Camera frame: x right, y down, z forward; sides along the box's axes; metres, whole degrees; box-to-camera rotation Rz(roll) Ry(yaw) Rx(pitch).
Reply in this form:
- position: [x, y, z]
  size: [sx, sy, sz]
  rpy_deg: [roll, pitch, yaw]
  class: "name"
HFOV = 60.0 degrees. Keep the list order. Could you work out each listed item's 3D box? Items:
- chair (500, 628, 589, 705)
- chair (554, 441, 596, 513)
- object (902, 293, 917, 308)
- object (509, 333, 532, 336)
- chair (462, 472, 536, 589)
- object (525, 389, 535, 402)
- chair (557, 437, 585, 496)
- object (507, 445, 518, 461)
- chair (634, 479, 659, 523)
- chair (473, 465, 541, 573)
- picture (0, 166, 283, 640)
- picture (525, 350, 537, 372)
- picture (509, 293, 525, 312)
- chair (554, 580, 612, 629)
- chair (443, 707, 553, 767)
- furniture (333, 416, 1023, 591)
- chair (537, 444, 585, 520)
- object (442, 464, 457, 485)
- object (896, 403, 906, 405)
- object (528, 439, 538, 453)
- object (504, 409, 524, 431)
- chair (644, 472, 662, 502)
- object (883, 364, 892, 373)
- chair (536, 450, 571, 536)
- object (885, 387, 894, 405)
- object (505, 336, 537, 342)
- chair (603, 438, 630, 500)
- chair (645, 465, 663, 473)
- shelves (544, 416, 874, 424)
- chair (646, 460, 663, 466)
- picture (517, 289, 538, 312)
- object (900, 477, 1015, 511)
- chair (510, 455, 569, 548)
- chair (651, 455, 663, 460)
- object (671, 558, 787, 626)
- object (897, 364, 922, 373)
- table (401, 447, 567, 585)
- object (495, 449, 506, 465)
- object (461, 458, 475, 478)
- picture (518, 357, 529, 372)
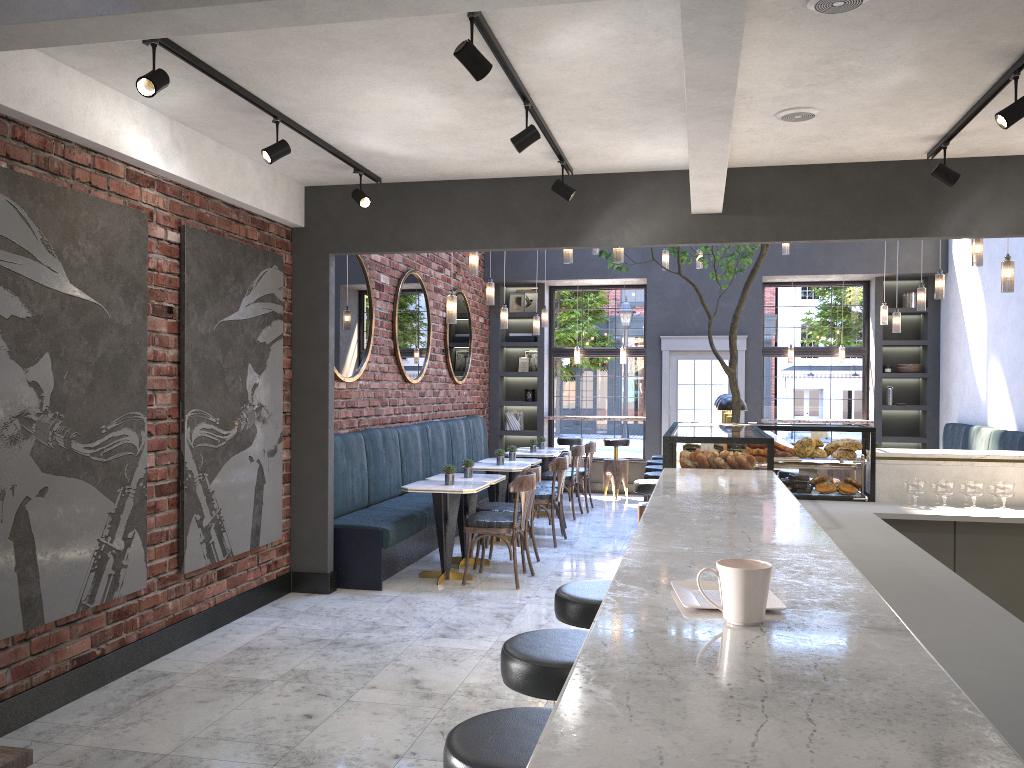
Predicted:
- position: [0.152, 1.130, 2.461]
  size: [0.370, 0.821, 0.372]
  rpy_deg: [0, 0, 21]
  class: "chair"
- position: [0.785, 1.143, 11.036]
  size: [0.521, 0.851, 0.497]
  rpy_deg: [0, 0, 11]
  class: "chair"
- position: [5.292, -1.100, 11.756]
  size: [0.214, 0.215, 0.213]
  rpy_deg: [0, 0, 21]
  class: "object"
- position: [0.130, -0.704, 12.820]
  size: [0.327, 0.039, 0.227]
  rpy_deg: [0, 0, 2]
  class: "object"
- position: [-0.078, 1.125, 6.987]
  size: [0.521, 0.851, 0.538]
  rpy_deg: [0, 0, 13]
  class: "chair"
- position: [0.260, 0.163, 12.777]
  size: [0.152, 0.181, 0.152]
  rpy_deg: [0, 0, -40]
  class: "object"
- position: [0.815, 1.165, 12.438]
  size: [0.370, 0.821, 0.372]
  rpy_deg: [0, 0, -25]
  class: "chair"
- position: [0.004, 0.728, 9.390]
  size: [0.118, 0.165, 0.122]
  rpy_deg: [0, 0, -10]
  class: "object"
- position: [1.223, 1.195, 7.571]
  size: [0.370, 0.737, 0.372]
  rpy_deg: [0, 0, -35]
  class: "chair"
- position: [-0.017, 1.127, 7.565]
  size: [0.521, 0.851, 0.538]
  rpy_deg: [0, 0, 13]
  class: "chair"
- position: [-1.949, 0.090, 4.971]
  size: [0.033, 2.027, 2.821]
  rpy_deg: [0, 0, 12]
  class: "picture"
- position: [0.304, -0.331, 12.982]
  size: [0.247, 0.326, 0.044]
  rpy_deg: [0, 0, 12]
  class: "picture"
- position: [0.073, -1.182, 12.982]
  size: [0.230, 0.313, 0.061]
  rpy_deg: [0, 0, 12]
  class: "picture"
- position: [0.331, 1.133, 3.124]
  size: [0.372, 0.821, 0.370]
  rpy_deg: [0, 0, -25]
  class: "chair"
- position: [0.044, 1.128, 1.813]
  size: [0.370, 0.821, 0.372]
  rpy_deg: [0, 0, -35]
  class: "chair"
- position: [1.883, 0.995, 8.739]
  size: [6.021, 1.151, 5.341]
  rpy_deg: [0, 0, 12]
  class: "furniture"
- position: [0.597, 1.140, 10.483]
  size: [0.521, 0.851, 0.538]
  rpy_deg: [0, 0, 13]
  class: "chair"
- position: [-0.497, 0.717, 7.040]
  size: [0.118, 0.165, 0.122]
  rpy_deg: [0, 0, -10]
  class: "object"
- position: [5.125, 0.271, 11.686]
  size: [0.130, 0.026, 0.130]
  rpy_deg: [0, 0, -5]
  class: "object"
- position: [0.253, 0.733, 10.561]
  size: [0.118, 0.165, 0.122]
  rpy_deg: [0, 0, -10]
  class: "object"
- position: [0.032, 0.516, 12.842]
  size: [0.250, 0.323, 0.241]
  rpy_deg: [0, 0, 12]
  class: "object"
- position: [1.413, 1.198, 8.250]
  size: [0.372, 0.737, 0.370]
  rpy_deg: [1, 0, 39]
  class: "chair"
- position: [4.987, -0.204, 11.787]
  size: [0.116, 0.119, 0.117]
  rpy_deg: [0, 0, -12]
  class: "object"
- position: [0.362, 1.135, 9.359]
  size: [0.521, 0.851, 0.538]
  rpy_deg: [0, 0, 6]
  class: "chair"
- position: [4.998, 0.159, 11.740]
  size: [0.098, 0.248, 0.098]
  rpy_deg: [0, 0, -39]
  class: "object"
- position: [0.132, -0.643, 12.808]
  size: [0.412, 0.084, 0.286]
  rpy_deg: [0, 0, 12]
  class: "object"
- position: [1.443, 1.168, 12.281]
  size: [0.372, 0.821, 0.370]
  rpy_deg: [0, 0, -25]
  class: "chair"
- position: [1.525, 1.201, 8.941]
  size: [0.370, 0.737, 0.372]
  rpy_deg: [0, 0, -35]
  class: "chair"
- position: [2.645, 0.496, 12.298]
  size: [4.403, 0.043, 0.384]
  rpy_deg: [0, 0, 12]
  class: "shelves"
- position: [1.640, 1.203, 9.625]
  size: [0.370, 0.737, 0.372]
  rpy_deg: [0, 0, 3]
  class: "chair"
- position: [0.242, -1.206, 12.981]
  size: [0.361, 0.369, 0.055]
  rpy_deg: [0, 0, 12]
  class: "picture"
- position: [2.563, 0.632, 5.119]
  size: [0.575, 0.147, 0.256]
  rpy_deg: [0, 0, 12]
  class: "object"
- position: [0.292, 1.133, 8.728]
  size: [0.521, 0.851, 0.538]
  rpy_deg: [0, 0, 13]
  class: "chair"
- position: [1.807, 1.207, 10.316]
  size: [0.370, 0.737, 0.372]
  rpy_deg: [0, 0, -35]
  class: "chair"
- position: [0.383, 0.342, 1.554]
  size: [0.176, 0.097, 0.301]
  rpy_deg: [0, 0, 3]
  class: "object"
- position: [5.263, -0.205, 11.752]
  size: [0.305, 0.123, 0.305]
  rpy_deg: [0, 0, 33]
  class: "object"
- position: [1.871, 1.195, 8.697]
  size: [4.599, 0.751, 4.830]
  rpy_deg: [0, 0, 12]
  class: "table"
- position: [-0.118, 0.725, 8.821]
  size: [0.118, 0.165, 0.122]
  rpy_deg: [0, 0, -10]
  class: "object"
- position: [-0.376, 0.720, 7.609]
  size: [0.118, 0.165, 0.122]
  rpy_deg: [0, 0, -10]
  class: "object"
- position: [0.172, -0.282, 12.985]
  size: [0.161, 0.227, 0.049]
  rpy_deg: [0, 0, 12]
  class: "picture"
